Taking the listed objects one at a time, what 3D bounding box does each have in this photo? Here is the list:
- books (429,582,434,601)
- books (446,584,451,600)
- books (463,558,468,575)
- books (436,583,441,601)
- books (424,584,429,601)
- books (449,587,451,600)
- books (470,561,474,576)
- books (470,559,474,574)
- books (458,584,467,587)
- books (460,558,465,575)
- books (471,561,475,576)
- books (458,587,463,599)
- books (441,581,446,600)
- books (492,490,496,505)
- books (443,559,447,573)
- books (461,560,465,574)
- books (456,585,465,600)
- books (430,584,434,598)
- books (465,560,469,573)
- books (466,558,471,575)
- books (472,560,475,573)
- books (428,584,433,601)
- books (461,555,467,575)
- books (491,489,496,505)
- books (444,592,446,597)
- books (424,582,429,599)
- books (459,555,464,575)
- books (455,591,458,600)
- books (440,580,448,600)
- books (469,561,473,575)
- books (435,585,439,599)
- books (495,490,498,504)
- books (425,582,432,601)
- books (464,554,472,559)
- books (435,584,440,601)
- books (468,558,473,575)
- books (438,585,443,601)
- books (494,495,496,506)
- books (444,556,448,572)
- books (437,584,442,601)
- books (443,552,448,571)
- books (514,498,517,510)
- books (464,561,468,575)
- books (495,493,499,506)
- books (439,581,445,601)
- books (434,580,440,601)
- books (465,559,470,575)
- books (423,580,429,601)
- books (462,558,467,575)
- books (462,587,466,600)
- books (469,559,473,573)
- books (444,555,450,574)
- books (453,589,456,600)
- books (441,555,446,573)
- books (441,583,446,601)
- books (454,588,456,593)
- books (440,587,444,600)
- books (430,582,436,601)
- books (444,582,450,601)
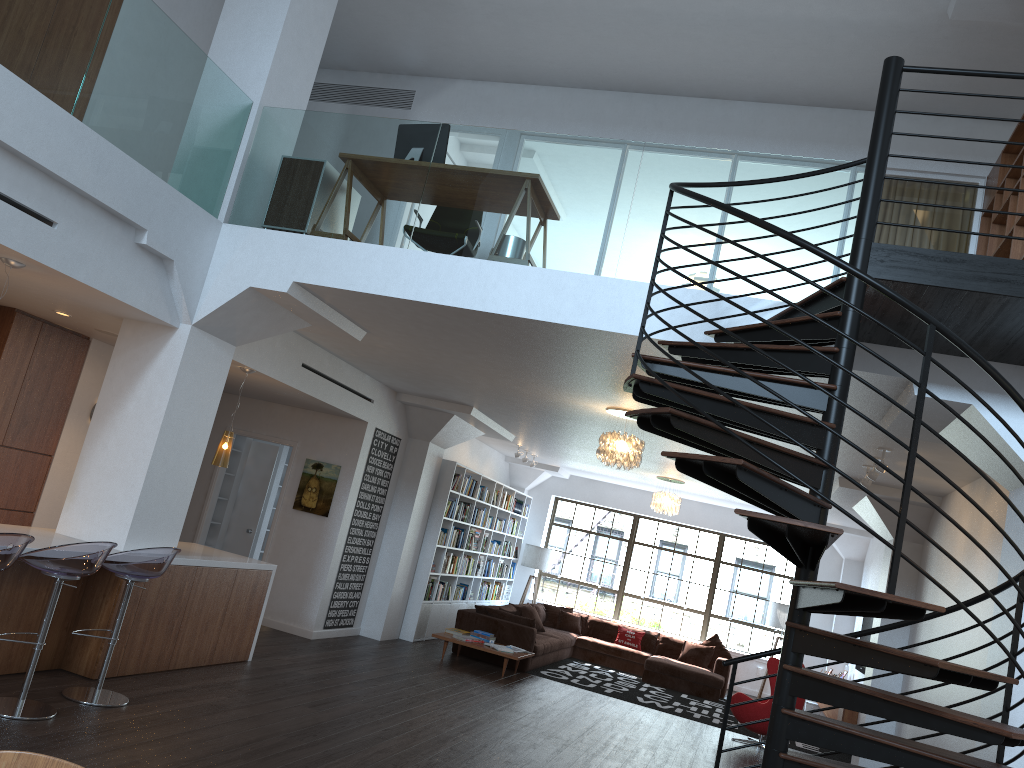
[{"bbox_3d":[-1.173,2.784,12.001,0.183,0.253,0.042,10,-10,17],"label":"books"},{"bbox_3d":[-0.979,2.969,12.724,0.174,0.236,0.142,10,-10,16],"label":"books"},{"bbox_3d":[-0.771,2.700,13.210,0.183,0.253,0.034,10,-10,16],"label":"books"},{"bbox_3d":[-1.094,2.869,12.310,0.176,0.231,0.053,10,-10,17],"label":"books"},{"bbox_3d":[-1.206,2.765,11.849,0.161,0.223,0.032,10,-10,17],"label":"books"},{"bbox_3d":[-0.961,2.997,12.773,0.161,0.207,0.135,10,-10,16],"label":"books"},{"bbox_3d":[-0.688,2.791,13.571,0.174,0.240,0.045,10,-10,16],"label":"books"},{"bbox_3d":[-0.696,2.776,13.535,0.183,0.253,0.034,10,-10,16],"label":"books"},{"bbox_3d":[-0.780,3.173,13.525,0.144,0.207,0.048,10,-10,17],"label":"books"},{"bbox_3d":[-0.805,2.670,13.076,0.160,0.250,0.026,10,-10,16],"label":"books"},{"bbox_3d":[-0.671,2.809,13.599,0.161,0.223,0.026,10,-10,16],"label":"books"},{"bbox_3d":[-0.816,3.143,13.318,0.128,0.178,0.021,10,-10,17],"label":"books"},{"bbox_3d":[-1.034,2.912,12.522,0.160,0.251,0.039,10,-10,17],"label":"books"},{"bbox_3d":[-0.354,1.789,14.049,0.174,0.236,0.136,10,-10,16],"label":"books"},{"bbox_3d":[-0.997,2.520,12.365,0.144,0.207,0.048,10,-10,17],"label":"books"},{"bbox_3d":[-0.799,2.689,13.096,0.161,0.223,0.026,10,-10,16],"label":"books"},{"bbox_3d":[-0.805,3.144,13.381,0.146,0.202,0.027,10,-10,17],"label":"books"},{"bbox_3d":[-1.165,2.808,12.033,0.161,0.223,0.033,10,-10,17],"label":"books"},{"bbox_3d":[-0.754,2.734,13.289,0.161,0.223,0.027,10,-10,16],"label":"books"},{"bbox_3d":[-0.729,2.737,13.361,0.183,0.253,0.034,10,-10,16],"label":"books"},{"bbox_3d":[-0.673,2.811,13.633,0.168,0.231,0.037,10,-10,16],"label":"books"},{"bbox_3d":[-1.172,2.793,11.960,0.161,0.223,0.032,10,-10,17],"label":"books"},{"bbox_3d":[-0.790,2.664,13.142,0.176,0.290,0.053,10,-10,16],"label":"books"},{"bbox_3d":[-0.373,1.760,13.968,0.183,0.253,0.042,10,-10,17],"label":"books"},{"bbox_3d":[-1.028,2.938,12.604,0.168,0.231,0.045,10,-10,17],"label":"books"},{"bbox_3d":[-1.220,2.743,11.825,0.160,0.251,0.031,10,-10,17],"label":"books"},{"bbox_3d":[-0.826,2.641,13.040,0.198,0.284,0.066,10,-10,16],"label":"books"},{"bbox_3d":[-0.876,3.095,13.130,0.128,0.178,0.022,10,-10,17],"label":"books"},{"bbox_3d":[-1.025,2.916,12.561,0.180,0.259,0.042,10,-10,17],"label":"books"},{"bbox_3d":[-0.700,2.785,13.502,0.161,0.223,0.027,10,-10,16],"label":"books"},{"bbox_3d":[-1.109,2.844,12.241,0.160,0.251,0.031,10,-10,17],"label":"books"},{"bbox_3d":[-0.321,1.812,14.179,0.160,0.251,0.031,10,-10,17],"label":"books"},{"bbox_3d":[-1.193,2.767,11.891,0.174,0.240,0.054,10,-10,17],"label":"books"},{"bbox_3d":[-0.725,2.726,13.399,0.176,0.290,0.036,10,-10,16],"label":"books"},{"bbox_3d":[-1.096,2.865,12.265,0.161,0.223,0.032,10,-10,17],"label":"books"},{"bbox_3d":[-0.715,2.752,13.442,0.180,0.259,0.060,10,-10,16],"label":"books"},{"bbox_3d":[-1.067,2.901,12.375,0.161,0.223,0.030,10,-10,16],"label":"books"},{"bbox_3d":[-0.336,1.817,14.096,0.161,0.207,0.130,10,-10,16],"label":"books"},{"bbox_3d":[-0.997,2.511,12.413,0.159,0.241,0.038,10,-10,17],"label":"books"},{"bbox_3d":[-1.078,2.884,12.348,0.161,0.223,0.033,10,-10,17],"label":"books"},{"bbox_3d":[-0.992,2.467,12.328,0.140,0.298,0.044,10,-10,17],"label":"books"},{"bbox_3d":[-0.030,2.081,15.318,0.183,0.253,0.042,10,-10,17],"label":"books"},{"bbox_3d":[-0.763,2.713,13.252,0.171,0.246,0.057,10,-10,16],"label":"books"},{"bbox_3d":[-0.308,1.833,14.203,0.161,0.223,0.032,10,-10,17],"label":"books"},{"bbox_3d":[-1.062,2.883,12.417,0.183,0.253,0.042,10,-10,17],"label":"books"},{"bbox_3d":[-1.124,2.817,12.208,0.198,0.284,0.049,10,-10,17],"label":"books"},{"bbox_3d":[-0.750,2.733,13.326,0.174,0.240,0.045,10,-10,16],"label":"books"},{"bbox_3d":[-1.234,2.717,11.793,0.198,0.284,0.049,10,-10,17],"label":"books"},{"bbox_3d":[-0.783,2.692,13.179,0.183,0.253,0.034,10,-10,16],"label":"books"},{"bbox_3d":[-0.791,3.152,13.404,0.146,0.202,0.027,10,-10,17],"label":"books"},{"bbox_3d":[-0.702,2.766,13.480,0.160,0.250,0.026,10,-10,16],"label":"books"},{"bbox_3d":[-0.982,2.520,12.457,0.171,0.246,0.057,10,-10,17],"label":"books"},{"bbox_3d":[-0.904,3.058,13.011,0.136,0.196,0.045,10,-10,17],"label":"books"},{"bbox_3d":[-1.027,2.477,12.281,0.189,0.247,0.057,10,-10,17],"label":"books"},{"bbox_3d":[-1.041,2.905,12.484,0.171,0.246,0.039,10,-10,17],"label":"books"},{"bbox_3d":[-0.912,3.051,12.971,0.139,0.191,0.036,10,-10,17],"label":"books"},{"bbox_3d":[-1.055,2.908,12.448,0.161,0.223,0.033,10,-10,17],"label":"books"},{"bbox_3d":[-1.151,2.804,12.079,0.180,0.251,0.048,10,-10,17],"label":"books"},{"bbox_3d":[-0.999,2.940,12.641,0.183,0.253,0.042,10,-10,17],"label":"books"}]
